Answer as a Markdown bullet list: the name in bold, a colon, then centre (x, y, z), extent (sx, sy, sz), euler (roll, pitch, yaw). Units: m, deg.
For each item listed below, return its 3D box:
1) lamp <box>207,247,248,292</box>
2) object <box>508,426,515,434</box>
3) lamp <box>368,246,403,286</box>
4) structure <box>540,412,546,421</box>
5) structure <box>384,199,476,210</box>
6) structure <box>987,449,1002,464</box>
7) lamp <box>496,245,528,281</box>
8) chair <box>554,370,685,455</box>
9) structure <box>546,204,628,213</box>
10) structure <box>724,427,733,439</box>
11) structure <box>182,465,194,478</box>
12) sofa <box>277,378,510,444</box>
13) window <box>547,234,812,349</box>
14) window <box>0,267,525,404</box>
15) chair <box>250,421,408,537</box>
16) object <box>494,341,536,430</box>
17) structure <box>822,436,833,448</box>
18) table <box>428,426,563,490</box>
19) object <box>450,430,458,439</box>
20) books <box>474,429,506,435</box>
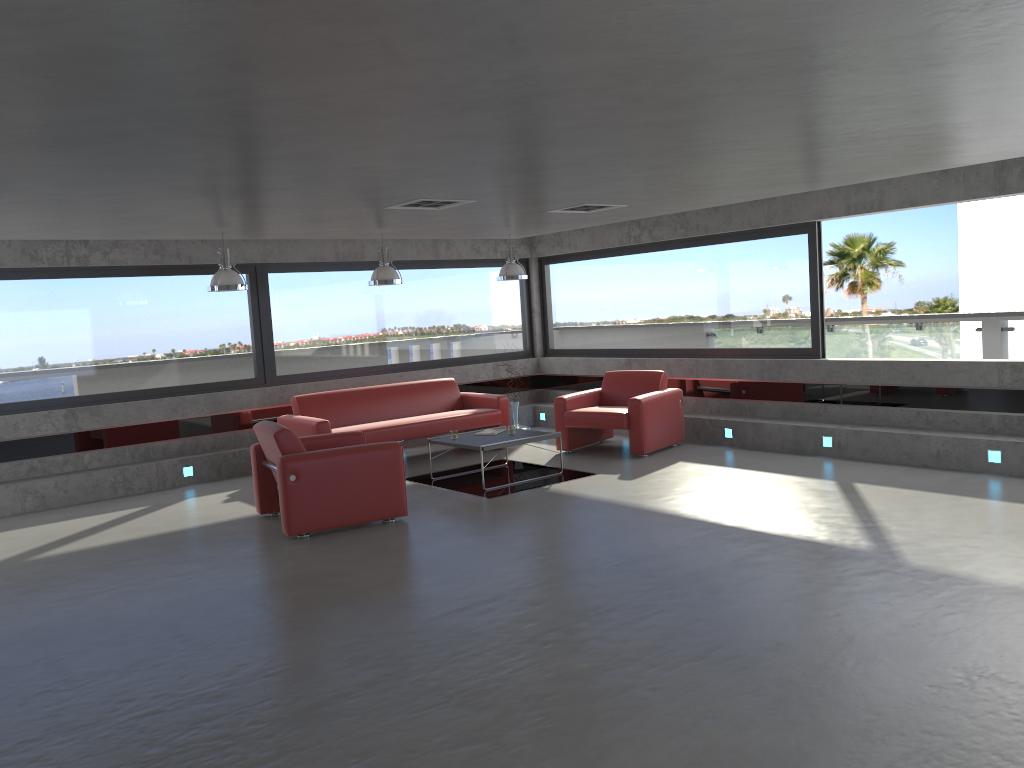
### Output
- **lamp**: centre (-2.838, -1.137, 8.794), extent (0.388, 0.422, 0.389), euler (-7, 6, -38)
- **object**: centre (-0.002, 0.480, 9.312), extent (0.079, 0.077, 0.079), euler (-6, 6, -30)
- **lamp**: centre (-1.425, -1.320, 9.894), extent (0.388, 0.422, 0.389), euler (-7, 6, -38)
- **structure**: centre (0.444, 0.470, 12.770), extent (0.004, 0.123, 0.123), euler (-7, 6, -38)
- **structure**: centre (-0.695, -1.623, 7.443), extent (0.563, 0.240, 0.563), euler (-7, 6, -38)
- **structure**: centre (4.282, 0.645, 7.869), extent (0.004, 0.123, 0.123), euler (-7, 6, -38)
- **lamp**: centre (-0.012, -1.502, 10.994), extent (0.388, 0.422, 0.389), euler (1, 6, 41)
- **chair**: centre (1.238, 0.307, 10.393), extent (1.196, 0.854, 1.130), euler (0, 6, 37)
- **structure**: centre (0.709, -1.805, 8.536), extent (0.563, 0.240, 0.563), euler (-7, 6, -38)
- **structure**: centre (2.483, 0.563, 10.166), extent (0.004, 0.123, 0.123), euler (-7, 6, -38)
- **structure**: centre (-3.597, 0.973, 9.852), extent (0.123, 0.123, 0.004), euler (-7, 6, -38)
- **sofa**: centre (-1.339, 0.455, 10.559), extent (2.626, 0.854, 1.120), euler (-7, 6, -38)
- **window**: centre (1.927, -1.102, 11.550), extent (0.003, 1.364, 4.583), euler (-7, 6, -38)
- **window**: centre (-2.873, -0.749, 10.956), extent (7.800, 1.364, 0.003), euler (-7, 6, -38)
- **chair**: centre (-1.588, 0.709, 7.752), extent (1.130, 0.854, 1.196), euler (-6, 5, -28)
- **object**: centre (0.035, 0.052, 12.140), extent (0.466, 1.289, 0.531), euler (-6, 5, -25)
- **structure**: centre (3.262, 0.599, 9.171), extent (0.004, 0.123, 0.123), euler (-7, 6, -38)
- **table**: centre (-0.174, 0.747, 9.190), extent (1.018, 0.436, 0.994), euler (-7, 6, -38)
- **object**: centre (-0.602, 0.526, 9.223), extent (0.079, 0.077, 0.079), euler (0, 6, 35)
- **books**: centre (-0.230, 0.511, 9.452), extent (0.228, 0.022, 0.326), euler (-2, 5, 22)
